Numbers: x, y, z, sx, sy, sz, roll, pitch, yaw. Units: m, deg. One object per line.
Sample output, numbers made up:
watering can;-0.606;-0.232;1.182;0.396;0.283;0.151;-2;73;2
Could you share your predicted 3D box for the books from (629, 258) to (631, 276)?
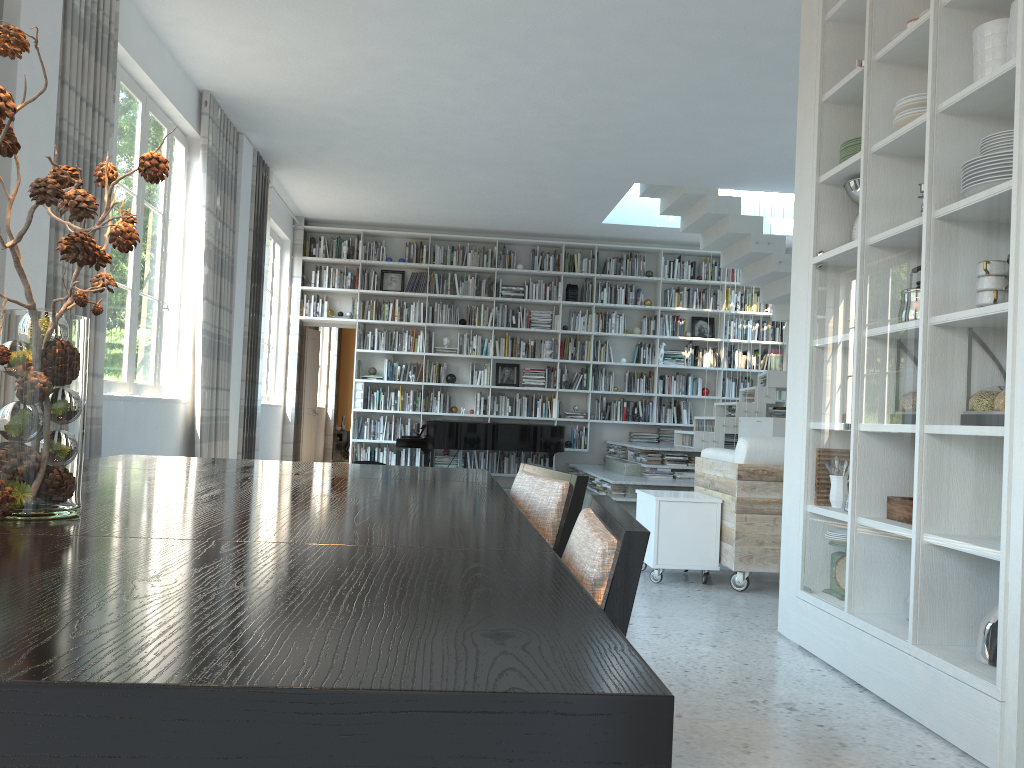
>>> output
books;1.509;-1.481;11.396;0.008;0.251;0.170;3;-2;-4

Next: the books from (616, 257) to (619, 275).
books;1.339;-1.491;11.391;0.021;0.256;0.169;3;-2;-4

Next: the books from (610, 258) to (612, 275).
books;1.255;-1.483;11.369;0.013;0.229;0.174;3;-2;-4

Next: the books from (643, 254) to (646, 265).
books;1.695;-1.499;11.408;0.006;0.306;0.163;3;-2;-4

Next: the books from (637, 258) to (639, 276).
books;1.599;-1.480;11.407;0.014;0.258;0.149;3;-2;-4

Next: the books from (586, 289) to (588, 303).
books;0.953;-1.121;11.351;0.013;0.210;0.140;3;-2;-4

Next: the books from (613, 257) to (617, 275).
books;1.314;-1.492;11.387;0.030;0.255;0.161;3;-2;-4

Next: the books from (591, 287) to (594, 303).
books;1.017;-1.121;11.331;0.008;0.213;0.223;3;-2;-4

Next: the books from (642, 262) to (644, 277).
books;1.666;-1.455;11.413;0.018;0.214;0.157;3;-2;-4

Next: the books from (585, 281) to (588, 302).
books;0.943;-1.161;11.331;0.021;0.288;0.179;3;-2;-4

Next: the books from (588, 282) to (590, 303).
books;0.972;-1.159;11.371;0.013;0.288;0.131;3;-2;-4

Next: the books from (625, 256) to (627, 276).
books;1.459;-1.500;11.407;0.007;0.285;0.159;3;-2;-4

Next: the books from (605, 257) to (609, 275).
books;1.212;-1.492;11.370;0.009;0.244;0.173;3;-2;-4

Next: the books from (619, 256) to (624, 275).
books;1.397;-1.490;11.372;0.028;0.258;0.185;3;-2;-4

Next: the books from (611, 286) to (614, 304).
books;1.276;-1.120;11.366;0.027;0.241;0.160;3;-2;-4

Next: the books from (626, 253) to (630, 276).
books;1.485;-1.513;11.396;0.006;0.312;0.179;3;-2;-4

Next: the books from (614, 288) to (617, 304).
books;1.316;-1.108;11.391;0.028;0.223;0.142;3;-2;-4

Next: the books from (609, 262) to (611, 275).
books;1.242;-1.460;11.380;0.009;0.183;0.160;3;-2;-4

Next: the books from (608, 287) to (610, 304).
books;1.225;-1.119;11.372;0.012;0.235;0.165;3;-2;-4

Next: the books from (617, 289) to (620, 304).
books;1.355;-1.103;11.388;0.025;0.216;0.144;3;-2;-4

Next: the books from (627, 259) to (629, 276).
books;1.472;-1.473;11.388;0.018;0.231;0.160;3;-2;-4

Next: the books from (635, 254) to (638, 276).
books;1.590;-1.505;11.400;0.008;0.307;0.182;3;-2;-4

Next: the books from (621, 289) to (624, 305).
books;1.402;-1.098;11.365;0.021;0.209;0.181;3;-2;-4

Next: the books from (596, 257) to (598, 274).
books;1.063;-1.492;11.356;0.033;0.229;0.175;3;-2;-4

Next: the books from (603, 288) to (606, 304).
books;1.172;-1.109;11.349;0.026;0.207;0.181;3;-2;-4

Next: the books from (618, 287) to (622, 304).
books;1.380;-1.112;11.379;0.023;0.236;0.149;3;-2;-4

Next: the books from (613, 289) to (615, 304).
books;1.295;-1.105;11.385;0.014;0.215;0.132;3;-2;-4

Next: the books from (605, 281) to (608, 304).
books;1.205;-1.156;11.363;0.014;0.306;0.152;3;-2;-4

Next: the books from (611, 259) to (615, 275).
books;1.284;-1.479;11.385;0.028;0.226;0.163;3;-2;-4

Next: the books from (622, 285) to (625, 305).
books;1.429;-1.124;11.384;0.012;0.264;0.156;3;-2;-4

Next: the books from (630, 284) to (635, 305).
books;1.540;-1.129;11.379;0.029;0.285;0.183;3;-2;-4

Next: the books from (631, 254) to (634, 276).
books;1.529;-1.505;11.381;0.015;0.299;0.183;3;-2;-4

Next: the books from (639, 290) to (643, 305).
books;1.631;-1.090;11.397;0.048;0.216;0.182;3;-2;-4

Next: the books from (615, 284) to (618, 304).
books;1.337;-1.138;11.389;0.013;0.284;0.154;3;-2;-4

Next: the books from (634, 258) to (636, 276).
books;1.572;-1.478;11.407;0.024;0.252;0.149;3;-2;-4

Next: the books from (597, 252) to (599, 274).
books;1.087;-1.528;11.350;0.019;0.304;0.176;3;-2;-4

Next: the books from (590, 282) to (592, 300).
books;1.010;-1.159;11.366;0.005;0.292;0.130;3;-2;-4

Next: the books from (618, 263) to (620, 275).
books;1.363;-1.457;11.409;0.031;0.190;0.132;3;-2;-4

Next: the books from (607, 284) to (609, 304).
books;1.216;-1.137;11.363;0.010;0.268;0.166;3;-2;-4

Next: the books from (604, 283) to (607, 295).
books;1.191;-1.145;11.368;0.011;0.283;0.173;3;-2;-4

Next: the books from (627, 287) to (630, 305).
books;1.481;-1.108;11.382;0.030;0.238;0.186;3;-2;-4

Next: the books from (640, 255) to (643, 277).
books;1.646;-1.497;11.405;0.013;0.297;0.188;3;-2;-4

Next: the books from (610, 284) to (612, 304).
books;1.256;-1.138;11.388;0.012;0.276;0.133;3;-2;-4

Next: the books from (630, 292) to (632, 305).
books;1.508;-1.079;11.388;0.027;0.181;0.176;3;-2;-4

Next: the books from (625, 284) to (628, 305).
books;1.460;-1.132;11.399;0.012;0.285;0.159;3;-2;-4

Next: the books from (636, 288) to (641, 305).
books;1.610;-1.101;11.386;0.054;0.235;0.171;3;-2;-4

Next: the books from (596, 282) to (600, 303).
books;1.106;-1.150;11.354;0.012;0.285;0.159;3;-2;-4

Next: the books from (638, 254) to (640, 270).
books;1.627;-1.509;11.432;0.008;0.321;0.133;3;-2;-4

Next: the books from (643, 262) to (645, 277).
books;1.683;-1.451;11.405;0.014;0.208;0.188;3;-2;-4

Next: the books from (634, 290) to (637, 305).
books;1.566;-1.091;11.394;0.030;0.213;0.157;3;-2;-4

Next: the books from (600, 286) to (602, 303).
books;1.126;-1.126;11.370;0.012;0.239;0.138;3;-2;-4

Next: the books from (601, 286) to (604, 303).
books;1.145;-1.127;11.365;0.026;0.243;0.148;3;-2;-4

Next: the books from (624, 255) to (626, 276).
books;1.441;-1.505;11.411;0.017;0.295;0.139;3;-2;-4

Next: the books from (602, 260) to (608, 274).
books;1.185;-1.474;11.361;0.046;0.206;0.183;3;-2;-4

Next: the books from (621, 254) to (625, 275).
books;1.422;-1.505;11.397;0.024;0.292;0.167;3;-2;-4

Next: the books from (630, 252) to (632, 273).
books;1.518;-1.520;11.397;0.007;0.329;0.183;3;-2;-4

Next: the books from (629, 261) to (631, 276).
books;1.496;-1.457;11.379;0.018;0.201;0.188;3;-2;-4

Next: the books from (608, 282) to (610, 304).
books;1.240;-1.148;11.380;0.021;0.296;0.138;3;-2;-4

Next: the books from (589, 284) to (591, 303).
books;0.987;-1.140;11.329;0.013;0.248;0.186;3;-2;-4
